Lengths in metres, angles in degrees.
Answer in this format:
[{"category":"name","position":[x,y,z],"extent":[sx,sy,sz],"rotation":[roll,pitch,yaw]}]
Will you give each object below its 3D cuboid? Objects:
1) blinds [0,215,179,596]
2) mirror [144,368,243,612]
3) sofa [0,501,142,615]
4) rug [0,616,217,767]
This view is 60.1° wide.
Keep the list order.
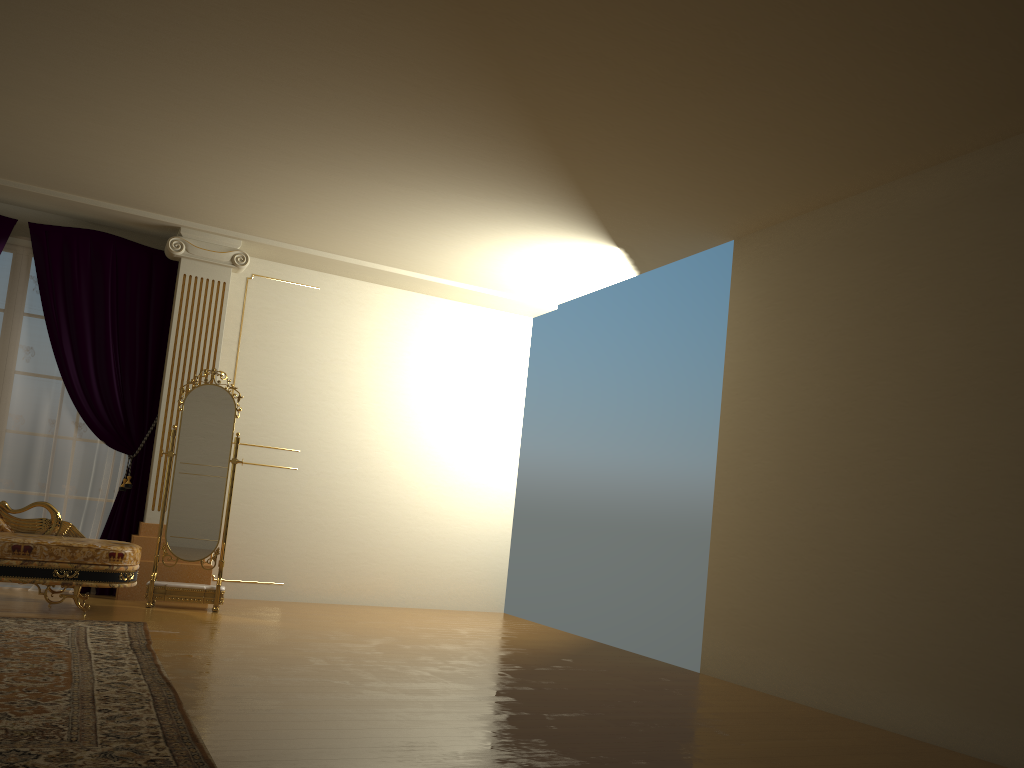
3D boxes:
[{"category":"blinds","position":[-3.646,0.109,6.261],"extent":[2.244,2.634,0.340],"rotation":[9,-6,-25]},{"category":"mirror","position":[-2.195,0.721,6.208],"extent":[0.542,1.688,0.244],"rotation":[7,-5,-16]},{"category":"sofa","position":[-3.247,0.896,5.346],"extent":[1.901,0.865,0.696],"rotation":[10,-8,-26]},{"category":"rug","position":[-2.452,1.100,3.450],"extent":[2.126,0.017,3.091],"rotation":[10,-10,-25]}]
